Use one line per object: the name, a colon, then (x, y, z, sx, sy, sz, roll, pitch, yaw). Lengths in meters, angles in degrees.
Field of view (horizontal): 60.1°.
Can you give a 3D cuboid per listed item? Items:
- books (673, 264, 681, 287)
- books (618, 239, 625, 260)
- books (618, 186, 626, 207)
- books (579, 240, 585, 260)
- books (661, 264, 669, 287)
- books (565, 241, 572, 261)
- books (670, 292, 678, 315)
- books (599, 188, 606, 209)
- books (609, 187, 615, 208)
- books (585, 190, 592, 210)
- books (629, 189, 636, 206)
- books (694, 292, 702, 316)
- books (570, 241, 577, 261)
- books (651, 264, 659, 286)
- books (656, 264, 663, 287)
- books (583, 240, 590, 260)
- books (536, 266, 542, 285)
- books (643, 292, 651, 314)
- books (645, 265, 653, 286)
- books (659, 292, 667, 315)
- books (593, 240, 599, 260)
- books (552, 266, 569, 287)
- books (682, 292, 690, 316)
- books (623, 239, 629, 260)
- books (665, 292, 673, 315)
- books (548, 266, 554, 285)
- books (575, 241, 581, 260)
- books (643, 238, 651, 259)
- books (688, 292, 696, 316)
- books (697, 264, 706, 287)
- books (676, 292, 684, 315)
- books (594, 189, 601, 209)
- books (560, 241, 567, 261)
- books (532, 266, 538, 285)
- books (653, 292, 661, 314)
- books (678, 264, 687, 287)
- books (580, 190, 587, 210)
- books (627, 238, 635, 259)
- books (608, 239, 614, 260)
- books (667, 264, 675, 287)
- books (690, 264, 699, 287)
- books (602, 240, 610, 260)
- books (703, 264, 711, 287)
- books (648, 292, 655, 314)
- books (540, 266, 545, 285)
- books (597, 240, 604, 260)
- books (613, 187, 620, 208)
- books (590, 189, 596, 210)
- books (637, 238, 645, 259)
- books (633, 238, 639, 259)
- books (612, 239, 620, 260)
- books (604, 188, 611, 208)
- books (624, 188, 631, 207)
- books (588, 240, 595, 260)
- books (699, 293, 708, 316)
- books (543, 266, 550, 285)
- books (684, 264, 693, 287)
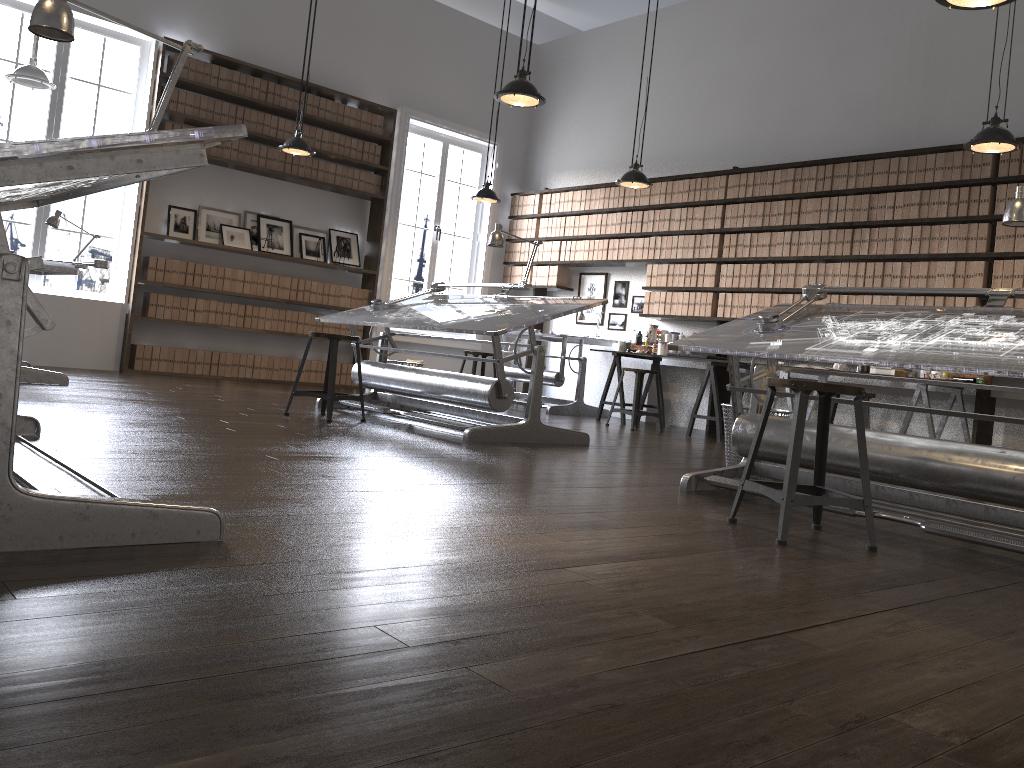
books: (1.646, -1.036, 8.576, 0.174, 0.226, 0.067, 6, -1, -41)
books: (1.185, -1.374, 9.157, 0.174, 0.226, 0.067, 6, -1, -41)
books: (1.197, -1.930, 9.219, 0.174, 0.226, 0.067, 6, -1, -41)
books: (0.817, -1.426, 9.584, 0.174, 0.226, 0.067, 6, -1, -41)
books: (1.552, -1.049, 8.677, 0.174, 0.226, 0.067, 6, -1, -41)
books: (0.680, -1.446, 9.742, 0.174, 0.226, 0.067, 6, -1, -41)
books: (1.623, -0.765, 8.563, 0.174, 0.226, 0.067, 6, -1, -41)
books: (1.018, -1.956, 9.427, 0.174, 0.226, 0.067, 6, -1, -41)
books: (1.109, -1.943, 9.327, 0.174, 0.226, 0.067, 6, -1, -41)
books: (0.884, -1.975, 9.591, 0.174, 0.226, 0.067, 6, -1, -41)
books: (1.293, -1.917, 9.108, 0.174, 0.226, 0.067, 6, -1, -41)
books: (1.801, -0.740, 8.351, 0.174, 0.226, 0.067, 6, -1, -41)
books: (0.728, -1.439, 9.691, 0.174, 0.226, 0.067, 6, -1, -41)
books: (1.470, -1.060, 8.778, 0.174, 0.226, 0.067, 6, -1, -41)
books: (1.512, -1.055, 8.731, 0.174, 0.226, 0.067, 6, -1, -41)
books: (0.861, -1.420, 9.527, 0.174, 0.226, 0.067, 6, -1, -41)
books: (0.365, -1.217, 10.072, 0.174, 0.226, 0.067, 6, -1, -41)
books: (1.396, -0.797, 8.819, 0.174, 0.226, 0.067, 6, -1, -41)
books: (1.422, -1.067, 8.831, 0.174, 0.226, 0.067, 6, -1, -41)
books: (1.528, -0.779, 8.666, 0.174, 0.226, 0.067, 6, -1, -41)
books: (0.953, -1.407, 9.426, 0.174, 0.226, 0.067, 6, -1, -41)
books: (0.541, -1.193, 9.869, 0.174, 0.226, 0.067, 6, -1, -41)
books: (1.710, -0.753, 8.451, 0.174, 0.226, 0.067, 6, -1, -41)
books: (1.231, -1.368, 9.103, 0.174, 0.226, 0.067, 6, -1, -41)
books: (1.577, -0.772, 8.615, 0.174, 0.226, 0.067, 6, -1, -41)
books: (0.498, -1.199, 9.923, 0.174, 0.226, 0.067, 6, -1, -41)
books: (0.775, -1.432, 9.639, 0.174, 0.226, 0.067, 6, -1, -41)
books: (1.402, -1.343, 8.895, 0.174, 0.226, 0.067, 6, -1, -41)
books: (1.757, -0.746, 8.396, 0.174, 0.226, 0.067, 6, -1, -41)
books: (1.835, -1.009, 8.355, 0.174, 0.226, 0.067, 6, -1, -41)
books: (1.666, -0.759, 8.508, 0.174, 0.226, 0.067, 6, -1, -41)
books: (0.973, -1.962, 9.484, 0.174, 0.226, 0.067, 6, -1, -41)
books: (0.628, -1.453, 9.806, 0.174, 0.226, 0.067, 6, -1, -41)
books: (0.317, -1.224, 10.126, 0.174, 0.226, 0.067, 6, -1, -41)
books: (1.483, -0.785, 8.722, 0.174, 0.226, 0.067, 6, -1, -41)
books: (1.689, -1.029, 8.519, 0.174, 0.226, 0.067, 6, -1, -41)
books: (0.836, -1.982, 9.642, 0.174, 0.226, 0.067, 6, -1, -41)
books: (1.270, -1.362, 9.048, 0.174, 0.226, 0.067, 6, -1, -41)
books: (1.094, -1.387, 9.265, 0.174, 0.226, 0.067, 6, -1, -41)
books: (1.600, -1.042, 8.630, 0.174, 0.226, 0.067, 6, -1, -41)
books: (1.783, -1.016, 8.408, 0.174, 0.226, 0.067, 6, -1, -41)
books: (1.041, -1.394, 9.318, 0.174, 0.226, 0.067, 6, -1, -41)
books: (1.883, -1.002, 8.296, 0.174, 0.226, 0.067, 6, -1, -41)
books: (1.443, -0.791, 8.771, 0.174, 0.226, 0.067, 6, -1, -41)
books: (0.407, -1.212, 10.025, 0.174, 0.226, 0.067, 6, -1, -41)
books: (0.997, -1.401, 9.378, 0.174, 0.226, 0.067, 6, -1, -41)
books: (1.153, -1.937, 9.278, 0.174, 0.226, 0.067, 6, -1, -41)
books: (0.931, -1.968, 9.540, 0.174, 0.226, 0.067, 6, -1, -41)
books: (1.357, -1.350, 8.951, 0.174, 0.226, 0.067, 6, -1, -41)
books: (1.317, -1.355, 9.000, 0.174, 0.226, 0.067, 6, -1, -41)
books: (1.136, -1.381, 9.208, 0.174, 0.226, 0.067, 6, -1, -41)
books: (1.065, -1.949, 9.372, 0.174, 0.226, 0.067, 6, -1, -41)
books: (1.250, -1.923, 9.165, 0.174, 0.226, 0.067, 6, -1, -41)
books: (0.908, -1.413, 9.472, 0.174, 0.226, 0.067, 6, -1, -41)
books: (1.845, -0.734, 8.302, 0.174, 0.226, 0.067, 6, -1, -41)
books: (0.447, -1.206, 9.972, 0.174, 0.226, 0.067, 6, -1, -41)
books: (1.739, -1.022, 8.469, 0.174, 0.226, 0.067, 6, -1, -41)
